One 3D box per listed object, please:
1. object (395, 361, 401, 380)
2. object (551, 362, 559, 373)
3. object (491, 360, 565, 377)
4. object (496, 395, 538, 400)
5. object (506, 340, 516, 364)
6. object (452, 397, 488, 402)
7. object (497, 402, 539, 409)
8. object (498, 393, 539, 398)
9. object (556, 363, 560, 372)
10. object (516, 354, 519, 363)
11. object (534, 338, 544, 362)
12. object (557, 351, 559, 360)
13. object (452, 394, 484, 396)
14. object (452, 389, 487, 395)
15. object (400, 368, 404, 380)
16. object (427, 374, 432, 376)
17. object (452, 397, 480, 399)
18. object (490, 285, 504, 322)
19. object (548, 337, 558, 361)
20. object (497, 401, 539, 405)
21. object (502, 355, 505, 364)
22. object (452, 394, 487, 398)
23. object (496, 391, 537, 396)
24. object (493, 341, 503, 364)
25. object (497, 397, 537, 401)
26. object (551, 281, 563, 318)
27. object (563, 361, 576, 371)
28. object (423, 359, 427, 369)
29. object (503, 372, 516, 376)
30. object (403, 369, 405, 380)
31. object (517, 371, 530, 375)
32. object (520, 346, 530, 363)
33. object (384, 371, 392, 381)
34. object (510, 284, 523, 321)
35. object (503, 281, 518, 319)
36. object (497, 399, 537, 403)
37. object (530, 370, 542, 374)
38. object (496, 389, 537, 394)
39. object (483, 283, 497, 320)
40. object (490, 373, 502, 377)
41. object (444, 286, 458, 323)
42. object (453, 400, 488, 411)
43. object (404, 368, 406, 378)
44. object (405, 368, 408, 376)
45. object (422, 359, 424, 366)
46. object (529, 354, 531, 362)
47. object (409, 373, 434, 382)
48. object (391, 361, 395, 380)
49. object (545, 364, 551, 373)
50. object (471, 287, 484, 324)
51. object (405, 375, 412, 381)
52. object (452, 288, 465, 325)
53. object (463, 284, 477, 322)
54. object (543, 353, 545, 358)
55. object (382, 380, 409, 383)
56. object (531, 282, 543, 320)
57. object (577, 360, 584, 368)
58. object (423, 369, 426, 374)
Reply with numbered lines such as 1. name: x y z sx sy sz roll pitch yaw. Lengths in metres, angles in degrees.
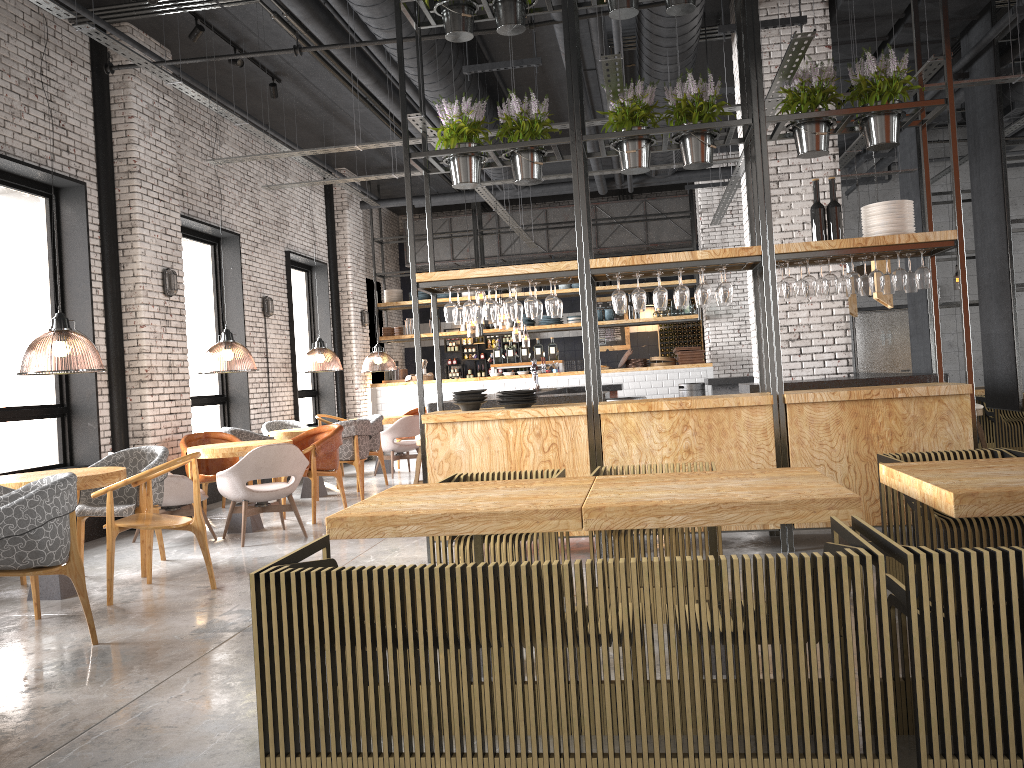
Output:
1. object: -2.016 -0.222 15.621 0.070 0.368 0.107 -4 -1 8
2. object: 0.727 -0.285 14.988 0.128 0.189 0.123 -4 0 18
3. object: 0.285 -0.101 15.432 1.250 0.551 0.315 -3 -1 9
4. object: 0.040 0.106 6.381 0.306 0.042 0.305 -4 0 -34
5. object: -0.018 -0.561 15.472 0.154 0.404 0.154 -4 -1 8
6. object: -0.304 0.137 6.453 0.257 0.075 0.257 -3 0 9
7. object: 0.043 0.156 6.381 0.306 0.035 0.305 -4 0 -44
8. object: 0.040 0.092 6.382 0.306 0.037 0.306 -3 0 10
9. object: 0.757 -0.275 15.111 0.122 0.165 0.112 -3 0 -27
10. object: 0.086 -0.447 15.398 0.077 0.164 0.039 -3 -1 -37
11. object: 0.462 -0.590 15.403 0.154 0.404 0.154 -4 -1 8
12. object: 0.795 -0.490 15.271 0.034 0.164 0.061 -4 -1 42
13. object: -0.305 0.107 6.453 0.257 0.072 0.257 -3 0 8
14. object: -0.306 0.082 6.453 0.257 0.076 0.257 -4 0 -44
15. object: -1.932 -0.153 15.598 0.056 0.249 0.056 -3 -1 -29
16. object: -1.472 -0.127 15.513 0.161 0.075 0.160 -4 0 -28
17. object: -0.304 0.130 6.453 0.257 0.075 0.257 -3 0 34
18. object: -0.115 -0.593 6.576 0.101 0.267 0.101 -3 -1 -28
19. object: 0.708 -0.605 15.370 0.154 0.404 0.154 -4 -1 8
20. object: 0.042 0.145 6.380 0.305 0.041 0.306 -3 0 26
21. object: -0.151 -0.432 15.417 0.032 0.164 0.080 -3 -1 -20
22. object: -0.305 0.112 6.452 0.257 0.072 0.257 -4 0 -19
23. object: 0.039 0.080 6.383 0.305 0.048 0.306 -3 0 34
24. object: -0.246 -0.548 15.514 0.154 0.404 0.154 -4 -1 8
25. object: 0.040 0.121 6.382 0.306 0.046 0.305 -4 0 -34
26. object: 0.321 -0.619 6.510 0.101 0.267 0.101 -4 -1 40
27. object: 0.987 -0.311 15.171 0.181 0.168 0.170 -4 0 19
28. object: -1.546 -0.255 15.628 0.123 0.358 0.076 -4 -1 24
29. object: -0.047 -0.173 15.140 0.216 0.059 0.324 -3 0 9
30. object: -1.919 -0.155 15.684 0.056 0.249 0.056 -3 -1 -29
31. object: 0.193 -0.186 15.125 0.216 0.056 0.324 -3 0 9
32. object: 0.222 -0.576 15.443 0.154 0.404 0.154 -4 -1 8
33. object: -2.190 -0.305 15.633 0.106 0.554 0.157 -4 -1 8
34. object: 0.030 -0.602 6.554 0.101 0.267 0.101 -3 -1 -28
35. object: -0.012 -0.597 6.271 0.101 0.267 0.101 -3 -1 -28
36. object: 0.041 0.130 6.381 0.306 0.044 0.305 -3 0 9
37. object: 0.419 -0.202 15.075 0.216 0.060 0.324 -3 0 9
38. object: 0.039 0.066 6.383 0.306 0.039 0.306 -4 0 -9
39. object: -0.158 -0.588 6.293 0.101 0.267 0.101 -3 -1 -28
40. object: -0.275 -0.158 15.187 0.216 0.056 0.324 -3 0 9
41. object: -0.440 -0.571 6.335 0.101 0.267 0.101 -3 -1 -28
42. object: -0.303 0.161 6.452 0.257 0.067 0.257 -4 0 1
43. object: -1.906 -0.156 15.770 0.056 0.249 0.056 -3 -1 -29
44. object: -1.893 -0.157 15.856 0.056 0.249 0.056 -3 -1 -29
45. object: -1.574 -0.257 15.585 0.033 0.370 0.137 -3 -1 -25
46. object: 0.315 -0.461 15.369 0.031 0.164 0.046 -4 -1 34
47. object: -1.591 -0.112 15.512 0.437 0.157 0.419 -4 0 -19
48. object: -2.081 -0.218 15.630 0.070 0.368 0.107 -4 -1 8
49. object: 0.609 -0.266 15.077 0.122 0.165 0.112 -4 -1 43
50. object: -0.260 -0.584 6.598 0.101 0.267 0.101 -3 -1 -28
51. object: -1.725 -0.105 15.482 0.283 0.111 0.187 -4 0 -45
52. object: -0.397 -0.576 6.618 0.101 0.267 0.101 -3 -1 -28
53. object: -0.303 -0.579 6.315 0.101 0.267 0.101 -3 -1 -28
54. object: 0.556 -0.475 15.310 0.024 0.164 0.062 -4 -1 -1
55. object: -2.045 -0.045 15.728 0.411 0.050 0.411 -3 0 8
56. object: 0.176 -0.610 6.532 0.101 0.267 0.101 -3 -1 -28
57. object: 1.225 -0.326 15.228 0.181 0.168 0.170 -3 0 -11
58. object: -1.573 -0.163 15.634 0.129 0.204 0.129 -4 -1 44
